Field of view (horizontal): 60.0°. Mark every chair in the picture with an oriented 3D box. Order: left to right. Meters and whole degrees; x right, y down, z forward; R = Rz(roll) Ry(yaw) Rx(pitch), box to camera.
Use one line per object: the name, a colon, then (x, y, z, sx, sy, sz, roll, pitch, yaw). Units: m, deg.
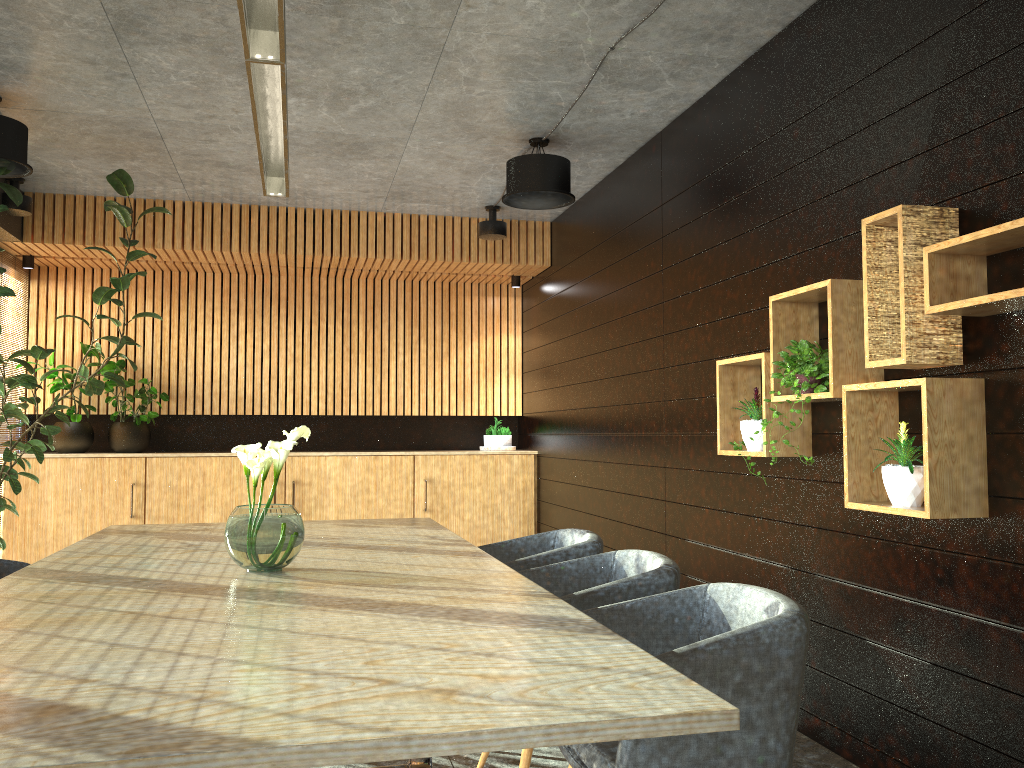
chair: (-2.457, 1.191, 3.861, 0.761, 0.944, 0.706, 1, -3, -14)
chair: (0.071, 1.221, 4.475, 0.761, 0.944, 0.706, 1, -3, -14)
chair: (0.283, 1.171, 3.602, 0.761, 0.944, 0.706, 1, -3, -14)
chair: (0.496, 1.121, 2.729, 0.761, 0.944, 0.706, 1, -3, -14)

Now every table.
table: (-0.924, 1.164, 3.308, 1.816, 0.927, 3.932, 1, -3, -14)

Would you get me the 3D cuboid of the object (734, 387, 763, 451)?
object: (1.214, 0.172, 4.390, 0.241, 0.318, 0.226, 3, -4, -39)

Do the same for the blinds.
blinds: (-4.497, 0.336, 7.844, 0.039, 3.038, 1.422, 1, -3, -14)

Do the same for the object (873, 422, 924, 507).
object: (1.471, 0.299, 3.345, 0.226, 0.318, 0.241, 1, -3, -14)

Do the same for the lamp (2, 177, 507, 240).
lamp: (-2.081, -1.497, 7.567, 4.179, 0.294, 0.257, 1, -3, -14)

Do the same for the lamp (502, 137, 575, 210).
lamp: (0.185, -1.492, 6.205, 0.513, 0.497, 0.513, -1, -3, 16)

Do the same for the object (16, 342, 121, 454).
object: (-4.144, 0.118, 8.264, 0.666, 1.054, 0.640, -2, -4, 28)

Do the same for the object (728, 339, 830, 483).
object: (1.227, 0.120, 3.882, 0.401, 0.633, 0.445, 2, -4, -33)

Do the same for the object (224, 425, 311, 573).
object: (-0.934, 0.430, 3.370, 0.295, 0.546, 0.322, 0, -3, -4)

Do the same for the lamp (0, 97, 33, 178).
lamp: (-3.194, -1.533, 5.384, 0.513, 0.497, 0.513, 3, -4, -43)

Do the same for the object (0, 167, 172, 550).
object: (-3.594, 0.151, 6.008, 1.958, 3.266, 1.875, -2, -4, 25)

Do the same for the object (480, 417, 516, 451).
object: (-0.150, 0.529, 9.376, 0.384, 0.347, 0.384, -1, -3, 9)

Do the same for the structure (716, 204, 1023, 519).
structure: (1.445, -0.067, 3.616, 0.242, 1.130, 2.172, 1, -3, -14)

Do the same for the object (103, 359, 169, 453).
object: (-3.642, 0.210, 8.365, 0.679, 0.880, 0.512, 0, -3, -10)

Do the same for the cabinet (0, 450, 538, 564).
cabinet: (-2.243, 1.306, 8.748, 4.954, 1.272, 1.006, 1, -3, -14)

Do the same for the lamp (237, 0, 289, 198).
lamp: (-0.961, -1.559, 3.469, 0.151, 0.618, 4.009, 1, -3, -14)
